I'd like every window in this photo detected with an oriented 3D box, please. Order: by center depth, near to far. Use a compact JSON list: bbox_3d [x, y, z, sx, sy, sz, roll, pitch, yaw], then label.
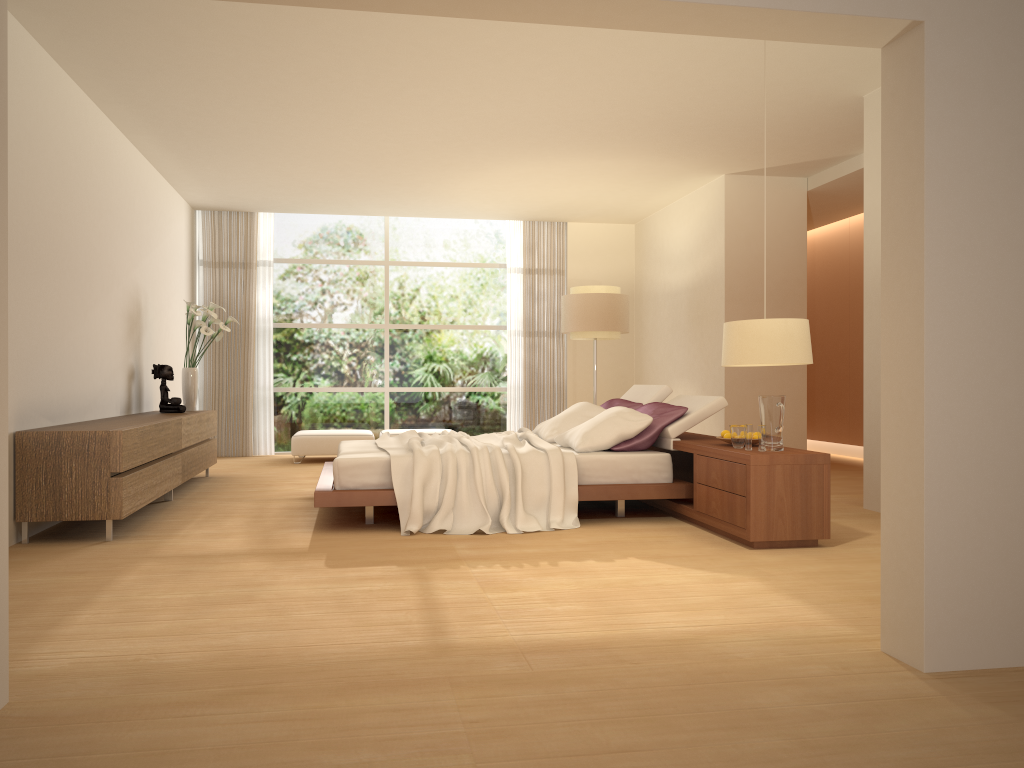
[{"bbox_3d":[-1.674,-0.767,11.838,4.781,3.371,0.071,0,0,-10],"label":"window"}]

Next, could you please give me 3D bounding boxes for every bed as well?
[{"bbox_3d":[-0.177,0.649,6.804,2.535,0.570,2.599,0,0,-10],"label":"bed"}]

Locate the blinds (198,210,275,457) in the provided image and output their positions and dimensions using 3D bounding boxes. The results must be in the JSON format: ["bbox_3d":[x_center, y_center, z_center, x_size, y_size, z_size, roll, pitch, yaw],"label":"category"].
[{"bbox_3d":[-3.503,-0.756,11.250,0.950,3.352,0.211,0,0,-11],"label":"blinds"}]

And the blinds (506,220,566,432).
[{"bbox_3d":[0.329,-0.759,11.883,0.814,3.351,0.202,0,0,-11],"label":"blinds"}]

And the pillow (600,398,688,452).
[{"bbox_3d":[0.830,0.309,7.031,0.575,0.369,1.683,0,0,-10],"label":"pillow"}]

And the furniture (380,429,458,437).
[{"bbox_3d":[-1.142,0.746,10.954,0.965,0.346,0.964,0,0,-10],"label":"furniture"}]

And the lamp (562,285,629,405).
[{"bbox_3d":[0.954,-0.086,10.135,0.817,2.018,0.817,0,0,33],"label":"lamp"}]

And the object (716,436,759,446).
[{"bbox_3d":[1.489,0.370,5.721,0.337,0.053,0.337,0,0,3],"label":"object"}]

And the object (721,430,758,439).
[{"bbox_3d":[1.481,0.343,5.737,0.230,0.084,0.259,0,0,-40],"label":"object"}]

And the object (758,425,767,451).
[{"bbox_3d":[1.480,0.321,5.249,0.052,0.154,0.052,0,0,8],"label":"object"}]

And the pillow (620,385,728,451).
[{"bbox_3d":[1.151,0.236,7.098,0.461,0.457,1.779,0,0,-11],"label":"pillow"}]

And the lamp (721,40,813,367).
[{"bbox_3d":[1.301,-1.291,4.528,0.451,2.399,0.451,0,0,-12],"label":"lamp"}]

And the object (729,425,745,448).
[{"bbox_3d":[1.400,0.326,5.483,0.110,0.141,0.110,0,0,32],"label":"object"}]

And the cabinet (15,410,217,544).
[{"bbox_3d":[-2.932,0.602,7.049,0.588,0.662,3.713,0,0,-10],"label":"cabinet"}]

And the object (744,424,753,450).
[{"bbox_3d":[1.422,0.320,5.329,0.052,0.154,0.052,0,0,8],"label":"object"}]

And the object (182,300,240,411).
[{"bbox_3d":[-3.006,-0.279,8.705,0.608,1.085,0.515,0,0,38],"label":"object"}]

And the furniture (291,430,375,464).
[{"bbox_3d":[-2.161,0.747,10.772,0.965,0.346,0.964,0,0,-10],"label":"furniture"}]

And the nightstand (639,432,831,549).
[{"bbox_3d":[1.209,0.662,7.107,0.493,0.539,4.220,0,0,-10],"label":"nightstand"}]

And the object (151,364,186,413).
[{"bbox_3d":[-3.159,0.041,8.177,0.282,0.453,0.181,0,0,-10],"label":"object"}]

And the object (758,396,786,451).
[{"bbox_3d":[1.562,0.234,5.295,0.159,0.328,0.227,0,0,-42],"label":"object"}]

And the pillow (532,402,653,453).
[{"bbox_3d":[0.564,0.323,6.977,0.561,0.339,1.720,0,0,-10],"label":"pillow"}]
